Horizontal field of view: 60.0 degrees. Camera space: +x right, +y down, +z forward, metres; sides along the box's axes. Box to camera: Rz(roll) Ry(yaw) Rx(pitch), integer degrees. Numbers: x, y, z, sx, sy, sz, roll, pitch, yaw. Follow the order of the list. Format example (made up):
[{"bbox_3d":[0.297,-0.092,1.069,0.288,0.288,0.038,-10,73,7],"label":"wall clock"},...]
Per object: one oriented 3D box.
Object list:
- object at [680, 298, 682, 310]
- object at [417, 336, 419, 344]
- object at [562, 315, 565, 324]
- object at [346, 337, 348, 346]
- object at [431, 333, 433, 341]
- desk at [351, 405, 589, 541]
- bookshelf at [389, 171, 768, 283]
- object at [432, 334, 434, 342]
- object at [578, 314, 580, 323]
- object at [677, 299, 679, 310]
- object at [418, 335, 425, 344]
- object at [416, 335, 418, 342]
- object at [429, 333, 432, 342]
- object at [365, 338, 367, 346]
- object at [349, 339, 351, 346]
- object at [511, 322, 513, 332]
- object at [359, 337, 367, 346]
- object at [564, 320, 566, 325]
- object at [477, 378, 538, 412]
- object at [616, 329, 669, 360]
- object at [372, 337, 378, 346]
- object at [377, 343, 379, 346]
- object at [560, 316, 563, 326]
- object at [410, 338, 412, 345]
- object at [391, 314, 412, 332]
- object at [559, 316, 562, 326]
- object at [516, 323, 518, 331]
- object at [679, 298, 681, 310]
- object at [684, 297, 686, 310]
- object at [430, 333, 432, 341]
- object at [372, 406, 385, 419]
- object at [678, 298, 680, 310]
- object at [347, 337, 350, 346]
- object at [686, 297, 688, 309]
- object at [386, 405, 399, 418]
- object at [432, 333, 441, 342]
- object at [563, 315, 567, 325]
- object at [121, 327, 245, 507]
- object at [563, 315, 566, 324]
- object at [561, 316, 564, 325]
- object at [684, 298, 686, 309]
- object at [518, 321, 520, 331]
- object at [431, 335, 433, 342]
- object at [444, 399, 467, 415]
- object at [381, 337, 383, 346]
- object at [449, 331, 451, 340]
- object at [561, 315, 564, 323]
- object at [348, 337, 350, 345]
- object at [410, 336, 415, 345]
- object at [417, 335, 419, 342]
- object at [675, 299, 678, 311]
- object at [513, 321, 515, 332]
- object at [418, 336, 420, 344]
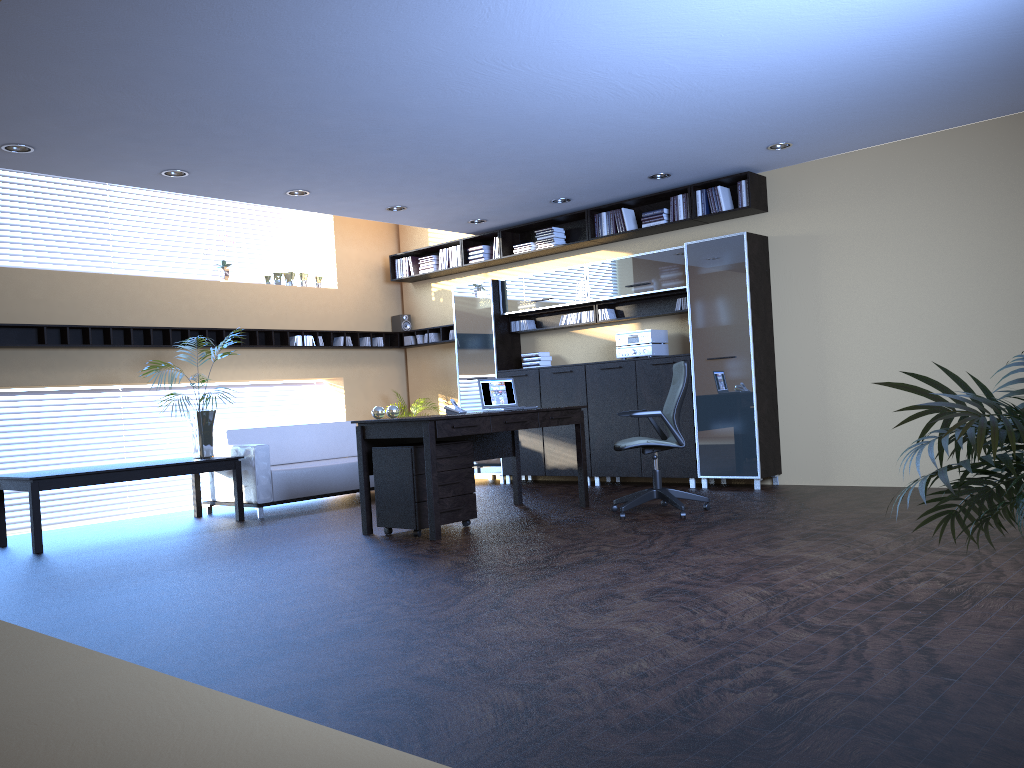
[{"bbox_3d":[1.758,-0.813,9.054,0.030,0.120,0.142,-3,0,41],"label":"object"},{"bbox_3d":[-1.189,-0.586,11.675,0.030,0.120,0.142,-3,0,42],"label":"object"},{"bbox_3d":[0.626,-0.723,10.057,0.055,0.110,0.140,-3,0,42],"label":"object"},{"bbox_3d":[-2.139,-0.535,11.256,0.142,0.120,0.009,-4,0,42],"label":"object"},{"bbox_3d":[-0.983,-0.602,11.493,0.030,0.120,0.142,-3,0,42],"label":"object"},{"bbox_3d":[-0.268,0.683,7.355,0.914,0.890,1.893,-4,-1,42],"label":"desk"},{"bbox_3d":[0.425,-1.674,10.102,5.129,0.340,0.361,-4,-1,42],"label":"bookshelf"},{"bbox_3d":[-0.976,-0.602,11.486,0.030,0.120,0.142,-3,0,42],"label":"object"},{"bbox_3d":[0.793,-0.739,9.909,0.036,0.116,0.140,-3,0,41],"label":"object"},{"bbox_3d":[1.736,-0.811,9.076,0.030,0.120,0.142,-3,0,42],"label":"object"},{"bbox_3d":[-1.162,-0.587,11.652,0.040,0.118,0.142,-3,0,42],"label":"object"},{"bbox_3d":[-1.196,-0.585,11.682,0.030,0.120,0.142,-3,0,42],"label":"object"},{"bbox_3d":[-1.014,-0.600,11.520,0.009,0.120,0.142,-3,0,42],"label":"object"},{"bbox_3d":[-1.933,-0.543,11.494,0.142,0.120,0.030,-4,0,41],"label":"object"},{"bbox_3d":[-2.111,-0.536,11.287,0.142,0.120,0.030,-4,0,41],"label":"object"},{"bbox_3d":[0.043,-0.681,10.575,0.009,0.120,0.142,-3,0,42],"label":"object"},{"bbox_3d":[-1.941,-0.542,11.481,0.142,0.118,0.040,-4,0,41],"label":"object"},{"bbox_3d":[0.647,-0.724,10.051,0.059,0.113,0.142,-3,0,42],"label":"object"},{"bbox_3d":[-0.037,0.084,7.573,0.390,0.283,0.323,-3,-1,-38],"label":"object"},{"bbox_3d":[1.351,-0.407,9.233,0.430,0.282,0.363,-4,-1,42],"label":"object"},{"bbox_3d":[-1.810,-0.548,11.622,0.142,0.118,0.040,-4,0,41],"label":"object"},{"bbox_3d":[-1.798,-0.549,11.644,0.142,0.120,0.009,-4,0,41],"label":"object"},{"bbox_3d":[0.609,-0.721,10.084,0.059,0.113,0.142,-3,0,42],"label":"object"},{"bbox_3d":[-1.300,-0.578,11.775,0.009,0.120,0.142,-3,0,42],"label":"object"},{"bbox_3d":[-1.485,-0.808,11.935,0.158,0.229,0.254,-4,0,-38],"label":"object"},{"bbox_3d":[0.594,-0.720,10.083,0.059,0.113,0.142,-3,0,41],"label":"object"},{"bbox_3d":[0.105,-0.686,10.523,0.009,0.120,0.142,-3,0,42],"label":"object"},{"bbox_3d":[1.752,-0.812,9.049,0.026,0.117,0.140,-3,0,41],"label":"object"},{"bbox_3d":[1.790,-0.816,9.013,0.009,0.124,0.142,-3,0,42],"label":"object"},{"bbox_3d":[-0.999,-0.600,11.507,0.030,0.120,0.142,-3,0,42],"label":"object"},{"bbox_3d":[-1.068,0.229,7.085,0.105,0.105,0.105,-3,0,-29],"label":"object"},{"bbox_3d":[1.744,-0.811,9.069,0.030,0.120,0.142,-3,0,42],"label":"object"},{"bbox_3d":[-2.124,-0.535,11.271,0.142,0.120,0.030,-4,0,42],"label":"object"},{"bbox_3d":[1.814,-0.817,8.995,0.009,0.120,0.142,-3,0,41],"label":"object"},{"bbox_3d":[-0.959,0.223,7.132,0.105,0.105,0.105,-3,0,-29],"label":"object"},{"bbox_3d":[-0.964,-0.602,11.476,0.040,0.118,0.142,-3,0,42],"label":"object"},{"bbox_3d":[0.642,-0.724,10.045,0.055,0.110,0.140,-3,0,42],"label":"object"},{"bbox_3d":[-3.297,0.413,9.004,1.039,1.860,1.897,-4,0,-29],"label":"object"},{"bbox_3d":[0.636,-0.723,10.054,0.055,0.110,0.140,-3,0,42],"label":"object"},{"bbox_3d":[0.620,-0.722,10.067,0.059,0.113,0.142,-3,0,42],"label":"object"},{"bbox_3d":[1.788,-0.815,9.011,0.009,0.120,0.142,-3,0,41],"label":"object"},{"bbox_3d":[0.129,-0.688,10.505,0.009,0.120,0.142,-3,0,42],"label":"object"},{"bbox_3d":[-0.991,-0.601,11.500,0.030,0.120,0.142,-3,0,42],"label":"object"},{"bbox_3d":[-0.466,0.184,7.273,0.146,0.127,0.130,-4,0,27],"label":"object"},{"bbox_3d":[-1.758,-0.551,11.677,0.142,0.120,0.009,-4,0,41],"label":"object"},{"bbox_3d":[-0.741,-0.619,11.277,0.040,0.118,0.142,-3,0,42],"label":"object"},{"bbox_3d":[0.613,-0.722,10.074,0.059,0.113,0.142,-3,0,42],"label":"object"},{"bbox_3d":[-2.115,-0.536,11.277,0.142,0.120,0.030,-4,0,41],"label":"object"},{"bbox_3d":[-1.282,-0.578,11.758,0.040,0.118,0.142,-3,0,42],"label":"object"},{"bbox_3d":[-1.181,-0.586,11.669,0.030,0.120,0.142,-3,0,42],"label":"object"},{"bbox_3d":[1.725,-0.809,9.086,0.040,0.118,0.142,-3,0,42],"label":"object"},{"bbox_3d":[0.066,-0.683,10.556,0.009,0.120,0.142,-3,0,42],"label":"object"},{"bbox_3d":[-1.173,-0.587,11.662,0.030,0.120,0.142,-3,0,42],"label":"object"}]
